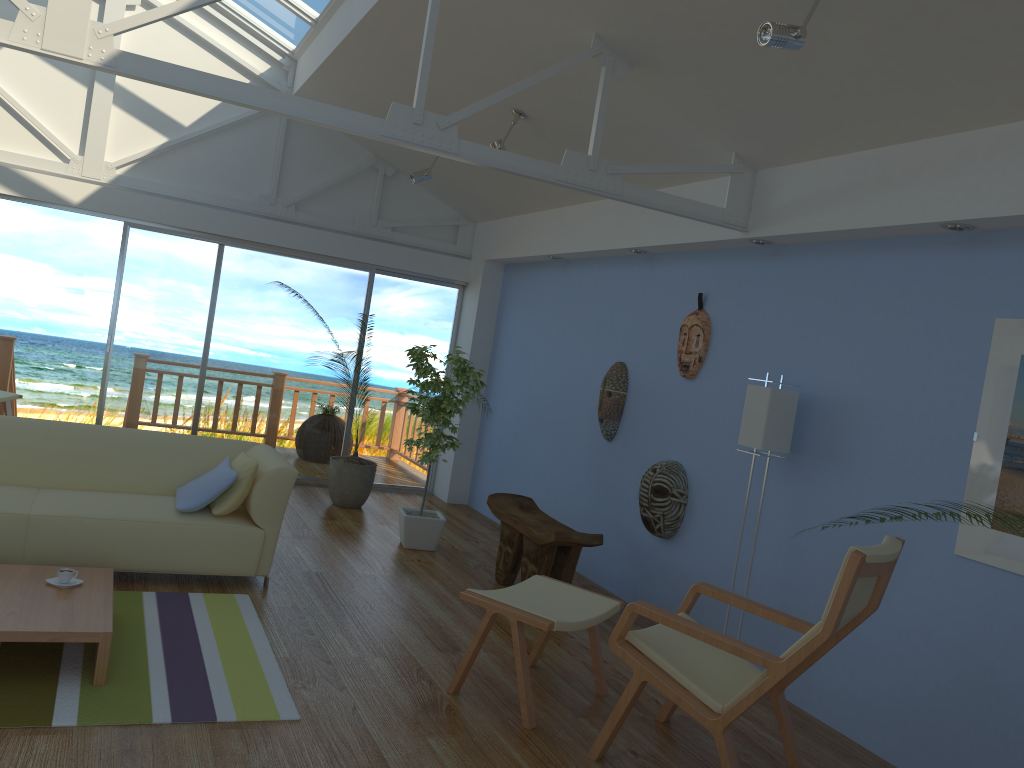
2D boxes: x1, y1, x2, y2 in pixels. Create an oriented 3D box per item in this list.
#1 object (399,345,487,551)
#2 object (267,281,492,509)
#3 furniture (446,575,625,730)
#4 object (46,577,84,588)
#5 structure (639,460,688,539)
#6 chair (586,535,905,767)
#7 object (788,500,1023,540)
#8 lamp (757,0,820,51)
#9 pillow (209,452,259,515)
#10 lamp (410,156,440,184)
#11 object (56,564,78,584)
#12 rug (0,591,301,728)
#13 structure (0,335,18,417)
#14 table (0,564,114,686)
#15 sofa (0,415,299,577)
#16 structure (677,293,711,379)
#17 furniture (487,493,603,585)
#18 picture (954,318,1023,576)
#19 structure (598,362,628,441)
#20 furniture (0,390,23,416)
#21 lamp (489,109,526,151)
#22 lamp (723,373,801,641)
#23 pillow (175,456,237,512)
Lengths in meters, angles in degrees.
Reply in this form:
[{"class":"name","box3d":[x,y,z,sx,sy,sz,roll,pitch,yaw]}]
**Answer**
[{"class":"object","box3d":[-0.536,0.429,6.065,0.495,1.409,0.699,10,2,19]},{"class":"object","box3d":[-1.105,0.159,7.064,1.706,1.695,1.563,8,2,-33]},{"class":"furniture","box3d":[0.109,1.108,3.771,0.449,0.427,0.619,10,2,35]},{"class":"object","box3d":[-1.817,0.805,3.601,0.118,0.016,0.118,10,2,20]},{"class":"structure","box3d":[0.849,0.674,5.219,0.185,0.466,0.359,8,2,-24]},{"class":"chair","box3d":[0.873,0.967,3.239,0.859,0.982,0.632,10,2,35]},{"class":"object","box3d":[1.381,0.749,1.407,1.563,1.695,1.706,9,2,-4]},{"class":"lamp","box3d":[0.991,-1.290,3.066,0.257,0.296,0.119,9,2,-7]},{"class":"pillow","box3d":[-1.523,0.512,4.784,0.201,0.311,0.559,8,2,-24]},{"class":"lamp","box3d":[-0.628,-1.657,6.704,0.254,0.327,0.118,9,2,-7]},{"class":"object","box3d":[-1.805,0.769,3.608,0.062,0.077,0.086,10,2,36]},{"class":"rug","box3d":[-1.990,1.000,3.390,2.100,0.018,1.400,8,2,-24]},{"class":"structure","box3d":[-4.507,0.474,8.944,6.950,2.064,4.086,8,2,-24]},{"class":"table","box3d":[-1.965,0.895,3.373,0.800,0.198,0.800,8,2,-24]},{"class":"sofa","box3d":[-2.427,0.533,4.543,2.448,0.597,0.950,8,2,-24]},{"class":"structure","box3d":[1.058,-0.283,5.207,0.063,0.508,0.264,8,2,-24]},{"class":"furniture","box3d":[0.141,1.016,5.376,0.329,0.507,1.100,8,2,-24]},{"class":"picture","box3d":[2.101,0.274,2.829,0.005,0.937,1.419,8,2,-24]},{"class":"structure","box3d":[0.642,0.111,5.926,0.115,0.541,0.254,8,2,-24]},{"class":"furniture","box3d":[-4.488,0.257,7.313,0.449,0.427,0.619,10,2,20]},{"class":"lamp","box3d":[-0.035,-1.507,5.439,0.195,0.351,0.127,9,2,-7]},{"class":"lamp","box3d":[1.168,0.701,4.350,0.200,1.520,0.200,8,2,-24]},{"class":"pillow","box3d":[-1.646,0.531,4.744,0.272,0.244,0.566,8,2,-22]}]
